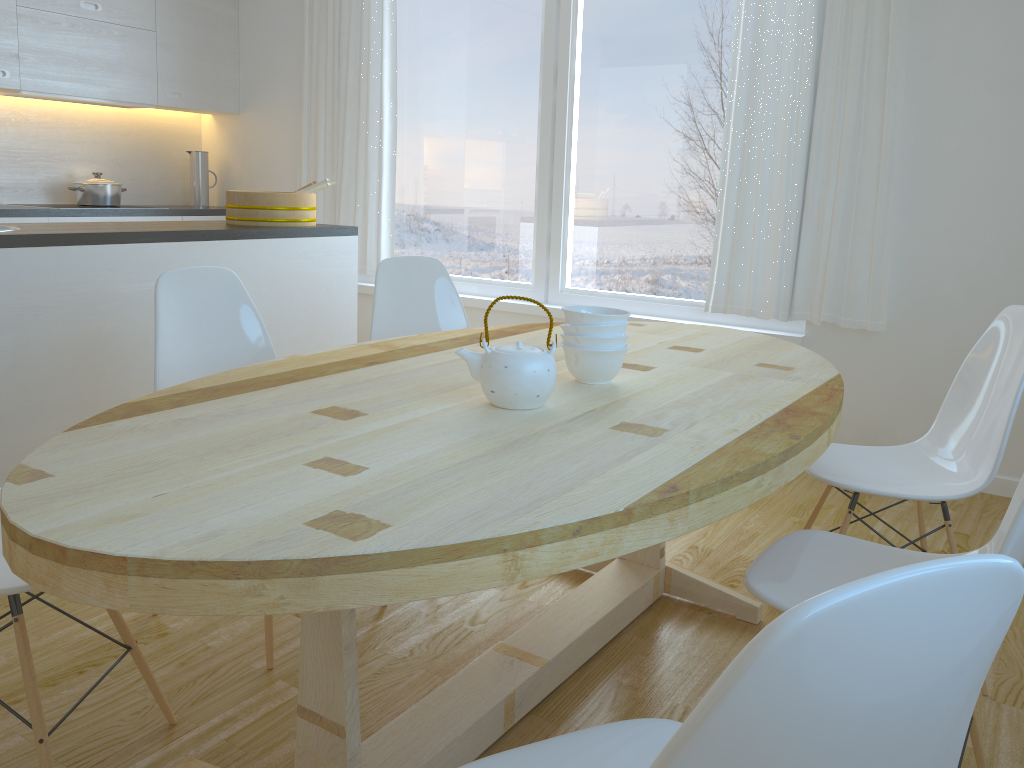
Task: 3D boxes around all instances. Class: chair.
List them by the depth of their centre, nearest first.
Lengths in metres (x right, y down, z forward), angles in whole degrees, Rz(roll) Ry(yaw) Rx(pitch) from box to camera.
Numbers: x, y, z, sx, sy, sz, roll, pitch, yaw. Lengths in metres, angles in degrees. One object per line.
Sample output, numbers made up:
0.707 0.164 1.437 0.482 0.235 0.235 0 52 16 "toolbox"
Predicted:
0.139 0.507 0.884 0.430 0.892 0.528 -3 11 -26 "chair"
0.663 0.378 1.550 0.525 0.892 0.432 8 12 33 "chair"
-0.964 0.307 1.609 0.523 0.892 0.434 3 10 3 "chair"
0.976 0.237 2.239 0.523 0.892 0.434 3 10 8 "chair"
-0.210 0.051 2.888 0.431 0.892 0.527 -5 12 -36 "chair"

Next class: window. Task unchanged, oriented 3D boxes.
0.237 -1.368 4.552 2.738 1.899 0.089 9 12 33 "window"

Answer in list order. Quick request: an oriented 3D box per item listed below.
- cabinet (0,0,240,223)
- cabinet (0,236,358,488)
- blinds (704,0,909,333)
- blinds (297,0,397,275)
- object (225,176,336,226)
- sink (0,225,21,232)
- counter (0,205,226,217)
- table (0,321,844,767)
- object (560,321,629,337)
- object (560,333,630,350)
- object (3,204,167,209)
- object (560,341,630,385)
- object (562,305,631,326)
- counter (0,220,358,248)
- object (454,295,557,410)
-2.680 -1.193 4.455 0.483 2.277 3.223 8 13 32 "cabinet"
-1.603 -0.055 3.123 0.603 0.900 2.417 9 14 32 "cabinet"
1.233 -1.319 3.653 0.798 2.138 0.151 8 11 33 "blinds"
-0.989 -1.716 5.091 0.798 2.138 0.151 8 11 32 "blinds"
-1.011 -0.795 3.816 0.430 0.212 0.382 -4 13 -28 "object"
-1.790 -0.420 2.815 0.404 0.155 0.408 -1 12 -15 "sink"
-2.412 -0.987 5.034 0.603 0.039 2.014 10 15 32 "counter"
0.038 0.349 1.980 1.198 0.718 2.206 9 14 31 "table"
0.179 -0.095 1.940 0.152 0.095 0.152 -8 15 -39 "object"
0.180 -0.071 1.942 0.152 0.092 0.153 -2 12 -17 "object"
-2.412 -1.006 5.036 0.564 0.013 0.658 10 15 32 "object"
0.180 -0.047 1.942 0.152 0.082 0.153 -2 12 -17 "object"
0.182 -0.122 1.935 0.152 0.086 0.153 -4 13 -28 "object"
-1.586 -0.519 3.049 0.603 0.040 2.417 10 15 32 "counter"
0.001 -0.067 1.707 0.178 0.209 0.148 9 12 32 "object"
